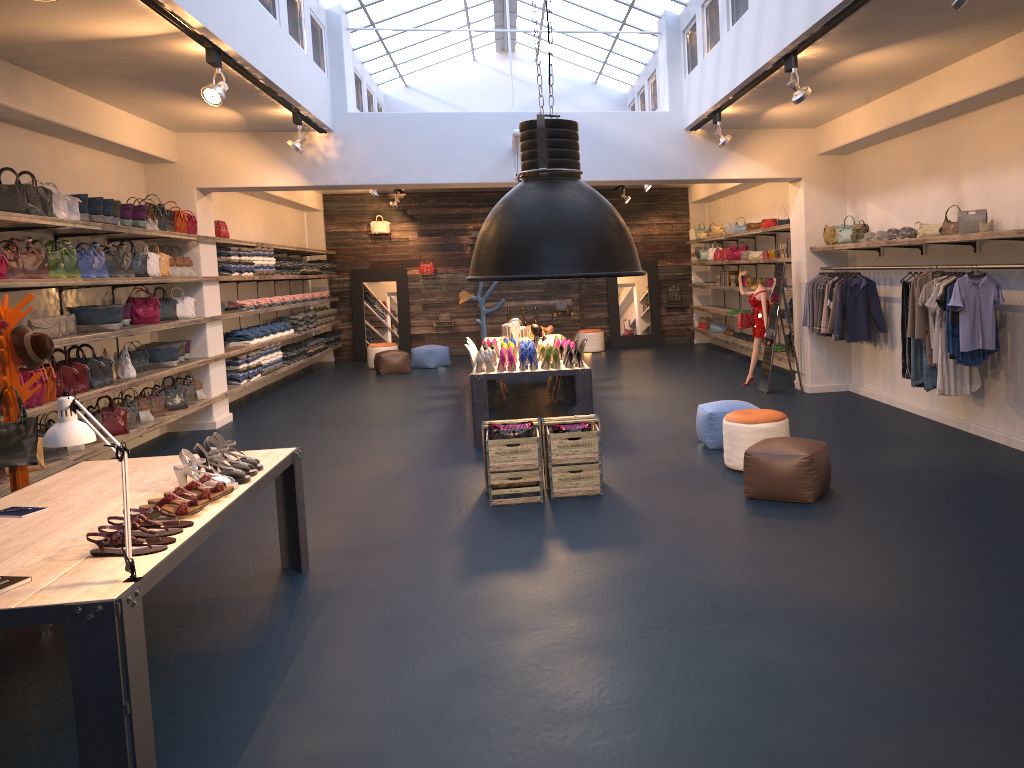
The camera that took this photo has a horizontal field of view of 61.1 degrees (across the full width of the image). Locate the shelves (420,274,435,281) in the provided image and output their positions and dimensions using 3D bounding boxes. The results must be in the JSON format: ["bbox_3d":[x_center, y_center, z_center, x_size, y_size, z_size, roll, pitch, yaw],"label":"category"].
[{"bbox_3d":[-1.803,-2.278,18.563,0.311,0.156,0.241,-3,6,-6],"label":"shelves"}]

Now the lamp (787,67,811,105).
[{"bbox_3d":[2.414,-2.498,7.298,0.166,0.326,0.261,2,7,41],"label":"lamp"}]

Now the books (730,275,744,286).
[{"bbox_3d":[4.266,-1.957,16.459,0.185,0.212,0.325,-3,6,-3],"label":"books"}]

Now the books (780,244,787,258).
[{"bbox_3d":[4.136,-1.989,12.972,0.183,0.209,0.314,-3,6,-2],"label":"books"}]

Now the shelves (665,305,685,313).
[{"bbox_3d":[3.678,-1.680,19.534,0.463,0.156,0.240,-3,6,-7],"label":"shelves"}]

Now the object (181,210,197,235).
[{"bbox_3d":[-3.834,-1.880,10.136,0.268,0.309,0.200,-7,7,-42],"label":"object"}]

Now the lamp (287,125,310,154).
[{"bbox_3d":[-2.281,-2.591,9.253,0.261,0.326,0.166,-6,6,-35],"label":"lamp"}]

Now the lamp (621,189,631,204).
[{"bbox_3d":[2.357,-3.874,17.982,0.221,0.326,0.196,2,6,39],"label":"lamp"}]

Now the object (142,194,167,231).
[{"bbox_3d":[-3.826,-1.813,9.230,0.304,0.409,0.132,-3,4,-11],"label":"object"}]

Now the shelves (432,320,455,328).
[{"bbox_3d":[-1.469,-1.282,18.681,0.463,0.143,0.240,-3,7,-7],"label":"shelves"}]

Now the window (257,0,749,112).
[{"bbox_3d":[0.001,-3.952,9.998,4.556,0.649,11.181,-2,7,-1],"label":"window"}]

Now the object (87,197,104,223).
[{"bbox_3d":[-3.804,-1.529,7.651,0.425,0.231,0.175,-3,5,-6],"label":"object"}]

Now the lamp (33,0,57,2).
[{"bbox_3d":[-2.220,-1.896,4.034,0.188,0.374,0.170,-4,5,-16],"label":"lamp"}]

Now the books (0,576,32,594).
[{"bbox_3d":[-1.816,0.695,2.967,0.220,0.017,0.185,0,7,12],"label":"books"}]

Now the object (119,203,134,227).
[{"bbox_3d":[-3.863,-1.615,8.357,0.432,0.234,0.172,-4,5,-12],"label":"object"}]

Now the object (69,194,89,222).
[{"bbox_3d":[-3.804,-1.510,7.463,0.326,0.243,0.190,-1,5,13],"label":"object"}]

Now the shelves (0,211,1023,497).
[{"bbox_3d":[0.167,-0.812,10.628,8.793,2.217,16.632,-2,7,-2],"label":"shelves"}]

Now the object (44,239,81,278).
[{"bbox_3d":[-3.806,-1.049,7.311,0.201,0.337,0.406,1,7,34],"label":"object"}]

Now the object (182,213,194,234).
[{"bbox_3d":[-3.820,-1.849,10.038,0.243,0.282,0.319,1,7,33],"label":"object"}]

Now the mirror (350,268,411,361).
[{"bbox_3d":[-2.778,-1.481,18.451,1.186,1.910,0.261,-3,4,-9],"label":"mirror"}]

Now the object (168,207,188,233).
[{"bbox_3d":[-3.852,-1.857,9.868,0.209,0.329,0.274,2,7,44],"label":"object"}]

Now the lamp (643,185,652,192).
[{"bbox_3d":[2.371,-3.537,15.362,0.221,0.326,0.196,2,6,39],"label":"lamp"}]

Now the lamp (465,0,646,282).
[{"bbox_3d":[0.128,-1.228,3.326,0.759,1.640,0.643,-6,5,-36],"label":"lamp"}]

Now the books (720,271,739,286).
[{"bbox_3d":[4.250,-2.060,16.939,0.244,0.287,0.630,-3,7,-3],"label":"books"}]

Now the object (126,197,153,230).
[{"bbox_3d":[-3.824,-1.721,8.760,0.350,0.333,0.167,-2,5,4],"label":"object"}]

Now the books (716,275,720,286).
[{"bbox_3d":[4.218,-2.079,17.404,0.183,0.209,0.314,-3,6,-2],"label":"books"}]

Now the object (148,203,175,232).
[{"bbox_3d":[-3.909,-1.830,9.585,0.377,0.337,0.217,-2,5,0],"label":"object"}]

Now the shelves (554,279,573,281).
[{"bbox_3d":[1.136,-2.367,19.080,0.507,0.184,0.198,-3,6,-8],"label":"shelves"}]

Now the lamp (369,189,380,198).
[{"bbox_3d":[-2.314,-3.289,14.666,0.221,0.326,0.196,2,6,39],"label":"lamp"}]

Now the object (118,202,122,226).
[{"bbox_3d":[-3.894,-1.591,8.179,0.427,0.234,0.174,-3,5,-7],"label":"object"}]

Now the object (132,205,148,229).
[{"bbox_3d":[-3.803,-1.644,8.564,0.424,0.234,0.175,-3,5,-6],"label":"object"}]

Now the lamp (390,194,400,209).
[{"bbox_3d":[-2.328,-3.624,17.268,0.221,0.326,0.196,2,6,39],"label":"lamp"}]

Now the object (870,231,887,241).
[{"bbox_3d":[4.188,-1.680,9.872,0.222,0.125,0.199,2,8,31],"label":"object"}]

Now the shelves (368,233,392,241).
[{"bbox_3d":[-2.780,-3.105,18.351,0.463,0.156,0.240,-3,6,-7],"label":"shelves"}]

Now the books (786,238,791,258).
[{"bbox_3d":[4.167,-1.970,12.507,0.244,0.287,0.630,-3,7,-3],"label":"books"}]

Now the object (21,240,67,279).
[{"bbox_3d":[-3.799,-1.007,7.047,0.182,0.321,0.408,1,7,36],"label":"object"}]

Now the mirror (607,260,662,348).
[{"bbox_3d":[2.723,-1.785,19.368,1.186,1.910,0.261,-3,4,-9],"label":"mirror"}]

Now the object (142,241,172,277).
[{"bbox_3d":[-3.817,-1.321,9.204,0.178,0.384,0.459,1,6,34],"label":"object"}]

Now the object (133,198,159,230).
[{"bbox_3d":[-3.825,-1.742,8.923,0.350,0.333,0.167,-2,5,4],"label":"object"}]

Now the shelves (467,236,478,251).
[{"bbox_3d":[-0.672,-3.025,18.711,0.572,0.315,0.240,-3,5,-8],"label":"shelves"}]

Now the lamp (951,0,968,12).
[{"bbox_3d":[2.428,-2.165,4.716,0.221,0.326,0.196,2,6,39],"label":"lamp"}]

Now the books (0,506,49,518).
[{"bbox_3d":[-2.262,0.580,3.972,0.196,0.018,0.144,0,8,15],"label":"books"}]

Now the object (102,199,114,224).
[{"bbox_3d":[-3.805,-1.551,7.820,0.435,0.231,0.171,-4,5,-14],"label":"object"}]

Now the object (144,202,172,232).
[{"bbox_3d":[-3.886,-1.806,9.400,0.264,0.336,0.316,2,7,38],"label":"object"}]

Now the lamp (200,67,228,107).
[{"bbox_3d":[-2.232,-2.257,6.601,0.273,0.313,0.166,-7,6,-40],"label":"lamp"}]

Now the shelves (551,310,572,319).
[{"bbox_3d":[1.093,-1.531,19.101,0.463,0.183,0.240,-3,6,-7],"label":"shelves"}]

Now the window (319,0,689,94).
[{"bbox_3d":[-0.046,-4.439,6.436,4.394,0.834,18.542,-2,7,-1],"label":"window"}]

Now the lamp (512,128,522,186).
[{"bbox_3d":[0.095,-2.069,9.854,0.731,1.640,0.671,-4,5,-13],"label":"lamp"}]

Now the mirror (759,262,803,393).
[{"bbox_3d":[3.655,-0.781,11.898,0.534,1.758,0.496,-3,4,-5],"label":"mirror"}]

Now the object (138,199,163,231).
[{"bbox_3d":[-3.824,-1.767,9.095,0.304,0.351,0.132,-3,4,-11],"label":"object"}]

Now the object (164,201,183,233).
[{"bbox_3d":[-3.852,-1.866,9.735,0.209,0.383,0.274,2,7,44],"label":"object"}]

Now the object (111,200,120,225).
[{"bbox_3d":[-3.831,-1.570,8.001,0.432,0.234,0.172,-4,5,-12],"label":"object"}]

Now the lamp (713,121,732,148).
[{"bbox_3d":[2.396,-2.837,9.929,0.227,0.326,0.192,0,5,23],"label":"lamp"}]
